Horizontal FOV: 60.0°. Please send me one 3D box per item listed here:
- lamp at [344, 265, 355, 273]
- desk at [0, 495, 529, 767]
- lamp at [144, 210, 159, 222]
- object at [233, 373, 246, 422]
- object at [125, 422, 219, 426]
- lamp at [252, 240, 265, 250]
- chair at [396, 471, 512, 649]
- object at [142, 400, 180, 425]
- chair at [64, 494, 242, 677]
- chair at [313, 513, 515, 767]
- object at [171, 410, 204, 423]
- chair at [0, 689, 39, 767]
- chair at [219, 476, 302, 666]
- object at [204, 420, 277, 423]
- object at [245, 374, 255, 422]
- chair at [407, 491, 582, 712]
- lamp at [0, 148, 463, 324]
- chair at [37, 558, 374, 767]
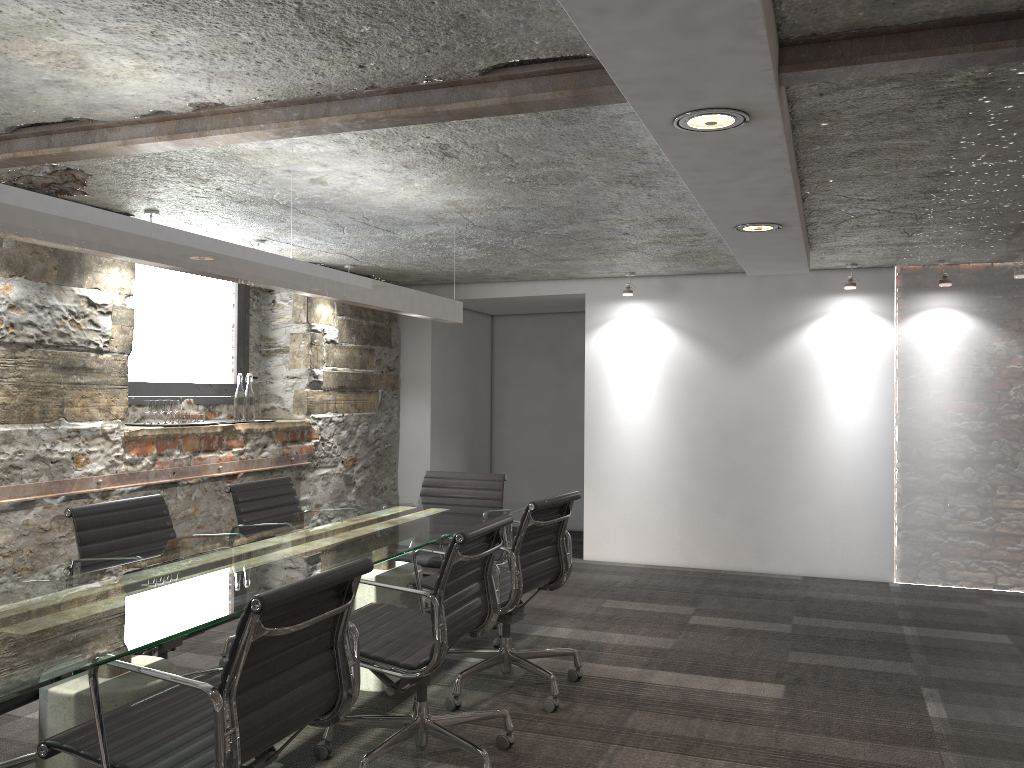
[{"bbox_3d":[-1.144,-0.746,6.179,0.098,0.165,0.077,1,-1,-37],"label":"lamp"},{"bbox_3d":[-0.833,0.935,3.162,0.909,0.711,3.154,0,-1,20],"label":"desk"},{"bbox_3d":[-1.794,-0.772,4.379,0.098,0.165,0.077,1,-1,-37],"label":"lamp"},{"bbox_3d":[-1.673,0.085,5.450,0.073,0.300,0.073,1,-1,-11],"label":"object"},{"bbox_3d":[-1.911,0.224,4.980,0.310,0.007,0.457,0,-1,20],"label":"object"},{"bbox_3d":[-1.498,-0.760,5.198,0.098,0.165,0.077,1,-1,-37],"label":"lamp"},{"bbox_3d":[-0.352,0.891,4.518,0.693,0.837,0.667,0,-1,12],"label":"chair"},{"bbox_3d":[-1.932,0.154,4.879,0.108,0.131,0.218,0,-1,18],"label":"object"},{"bbox_3d":[-1.274,0.869,3.336,0.667,0.837,0.693,0,-1,10],"label":"chair"},{"bbox_3d":[-0.348,0.873,3.018,0.667,0.837,0.693,0,-1,10],"label":"chair"},{"bbox_3d":[-1.866,0.187,5.083,0.111,0.072,0.191,0,-1,27],"label":"object"},{"bbox_3d":[-1.549,0.857,2.442,0.667,0.837,0.693,0,-1,7],"label":"chair"},{"bbox_3d":[-0.959,0.881,4.158,0.667,0.837,0.693,0,-1,11],"label":"chair"},{"bbox_3d":[-1.720,0.231,5.509,0.310,0.007,0.457,0,-1,20],"label":"object"},{"bbox_3d":[-1.641,0.086,5.538,0.073,0.300,0.073,1,-1,-12],"label":"object"},{"bbox_3d":[-0.065,0.885,3.816,0.667,0.837,0.693,0,-1,18],"label":"chair"},{"bbox_3d":[-0.824,-0.601,3.180,0.073,0.524,3.159,0,-1,20],"label":"lamp"},{"bbox_3d":[-0.712,0.860,2.151,0.667,0.837,0.693,0,-1,11],"label":"chair"}]
